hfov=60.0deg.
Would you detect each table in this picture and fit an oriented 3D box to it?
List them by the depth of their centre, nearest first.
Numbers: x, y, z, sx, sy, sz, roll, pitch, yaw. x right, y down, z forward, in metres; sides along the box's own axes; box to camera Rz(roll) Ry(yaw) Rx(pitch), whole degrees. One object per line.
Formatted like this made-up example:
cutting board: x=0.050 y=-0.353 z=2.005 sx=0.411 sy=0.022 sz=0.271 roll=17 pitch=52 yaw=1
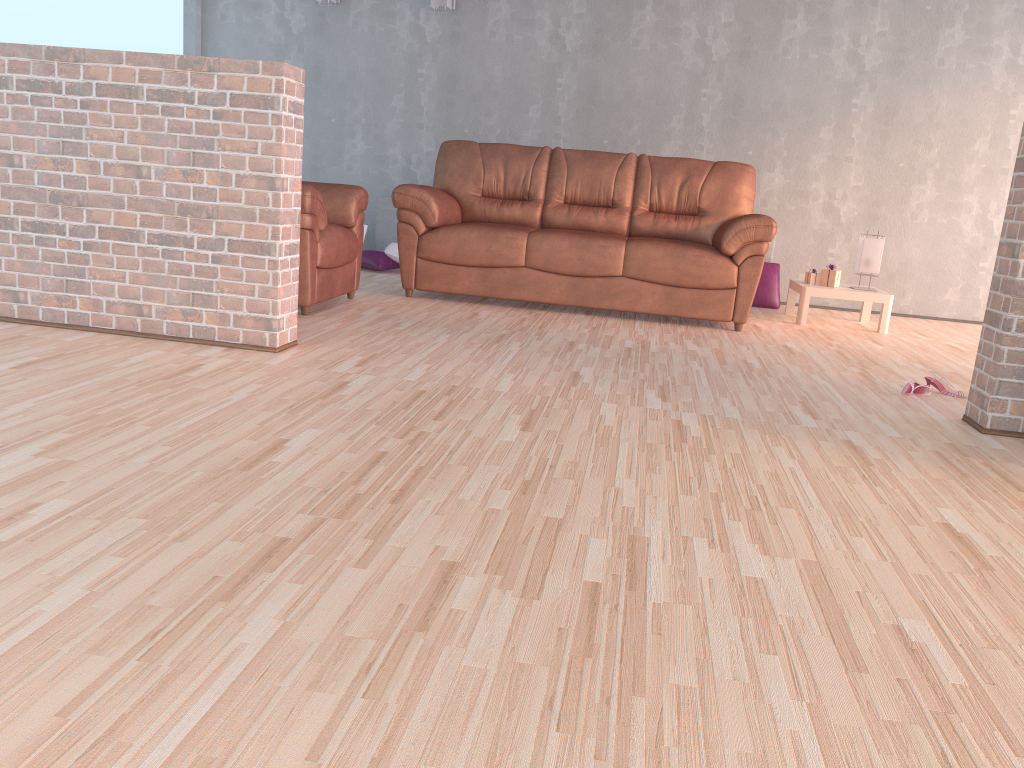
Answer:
table: x=2.098 y=-0.510 z=5.735 sx=0.548 sy=0.241 sz=0.548 roll=7 pitch=13 yaw=7

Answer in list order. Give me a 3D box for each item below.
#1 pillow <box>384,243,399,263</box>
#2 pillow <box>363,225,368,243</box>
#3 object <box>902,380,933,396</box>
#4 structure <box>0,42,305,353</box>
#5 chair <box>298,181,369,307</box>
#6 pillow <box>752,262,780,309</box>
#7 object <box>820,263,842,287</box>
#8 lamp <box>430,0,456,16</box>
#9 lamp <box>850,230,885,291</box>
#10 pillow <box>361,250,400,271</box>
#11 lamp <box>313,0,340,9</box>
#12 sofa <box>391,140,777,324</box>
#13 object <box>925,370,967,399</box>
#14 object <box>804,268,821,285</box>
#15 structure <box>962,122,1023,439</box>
pillow: x=-0.774 y=-0.940 z=6.590 sx=0.357 sy=0.205 sz=0.388 roll=4 pitch=13 yaw=-6
pillow: x=-1.295 y=-1.069 z=6.776 sx=0.327 sy=0.326 sz=0.241 roll=7 pitch=13 yaw=11
object: x=1.654 y=0.016 z=3.622 sx=0.078 sy=0.066 sz=0.192 roll=17 pitch=17 yaw=42
structure: x=-1.536 y=-0.734 z=3.463 sx=1.422 sy=1.057 sz=0.211 roll=7 pitch=13 yaw=7
chair: x=-1.318 y=-0.922 z=4.597 sx=0.936 sy=0.879 sz=0.970 roll=6 pitch=13 yaw=7
pillow: x=1.754 y=-0.712 z=6.348 sx=0.327 sy=0.326 sz=0.241 roll=5 pitch=13 yaw=2
object: x=2.026 y=-0.692 z=5.634 sx=0.099 sy=0.147 sz=0.102 roll=14 pitch=15 yaw=35
lamp: x=-0.503 y=-2.838 z=6.441 sx=0.165 sy=0.319 sz=0.177 roll=7 pitch=13 yaw=7
lamp: x=2.256 y=-0.782 z=5.613 sx=0.140 sy=0.376 sz=0.140 roll=7 pitch=13 yaw=7
pillow: x=-1.031 y=-0.925 z=6.607 sx=0.392 sy=0.130 sz=0.365 roll=12 pitch=14 yaw=27
lamp: x=-1.374 y=-2.938 z=6.552 sx=0.165 sy=0.319 sz=0.168 roll=7 pitch=13 yaw=7
sofa: x=0.439 y=-0.987 z=5.455 sx=2.202 sy=0.923 sz=0.981 roll=7 pitch=13 yaw=7
object: x=1.814 y=0.001 z=3.708 sx=0.069 sy=0.085 sz=0.188 roll=-7 pitch=17 yaw=-42
object: x=1.967 y=-0.692 z=5.718 sx=0.152 sy=0.105 sz=0.080 roll=-1 pitch=14 yaw=-23
structure: x=2.377 y=-0.283 z=2.948 sx=1.422 sy=1.057 sz=0.211 roll=7 pitch=13 yaw=7
